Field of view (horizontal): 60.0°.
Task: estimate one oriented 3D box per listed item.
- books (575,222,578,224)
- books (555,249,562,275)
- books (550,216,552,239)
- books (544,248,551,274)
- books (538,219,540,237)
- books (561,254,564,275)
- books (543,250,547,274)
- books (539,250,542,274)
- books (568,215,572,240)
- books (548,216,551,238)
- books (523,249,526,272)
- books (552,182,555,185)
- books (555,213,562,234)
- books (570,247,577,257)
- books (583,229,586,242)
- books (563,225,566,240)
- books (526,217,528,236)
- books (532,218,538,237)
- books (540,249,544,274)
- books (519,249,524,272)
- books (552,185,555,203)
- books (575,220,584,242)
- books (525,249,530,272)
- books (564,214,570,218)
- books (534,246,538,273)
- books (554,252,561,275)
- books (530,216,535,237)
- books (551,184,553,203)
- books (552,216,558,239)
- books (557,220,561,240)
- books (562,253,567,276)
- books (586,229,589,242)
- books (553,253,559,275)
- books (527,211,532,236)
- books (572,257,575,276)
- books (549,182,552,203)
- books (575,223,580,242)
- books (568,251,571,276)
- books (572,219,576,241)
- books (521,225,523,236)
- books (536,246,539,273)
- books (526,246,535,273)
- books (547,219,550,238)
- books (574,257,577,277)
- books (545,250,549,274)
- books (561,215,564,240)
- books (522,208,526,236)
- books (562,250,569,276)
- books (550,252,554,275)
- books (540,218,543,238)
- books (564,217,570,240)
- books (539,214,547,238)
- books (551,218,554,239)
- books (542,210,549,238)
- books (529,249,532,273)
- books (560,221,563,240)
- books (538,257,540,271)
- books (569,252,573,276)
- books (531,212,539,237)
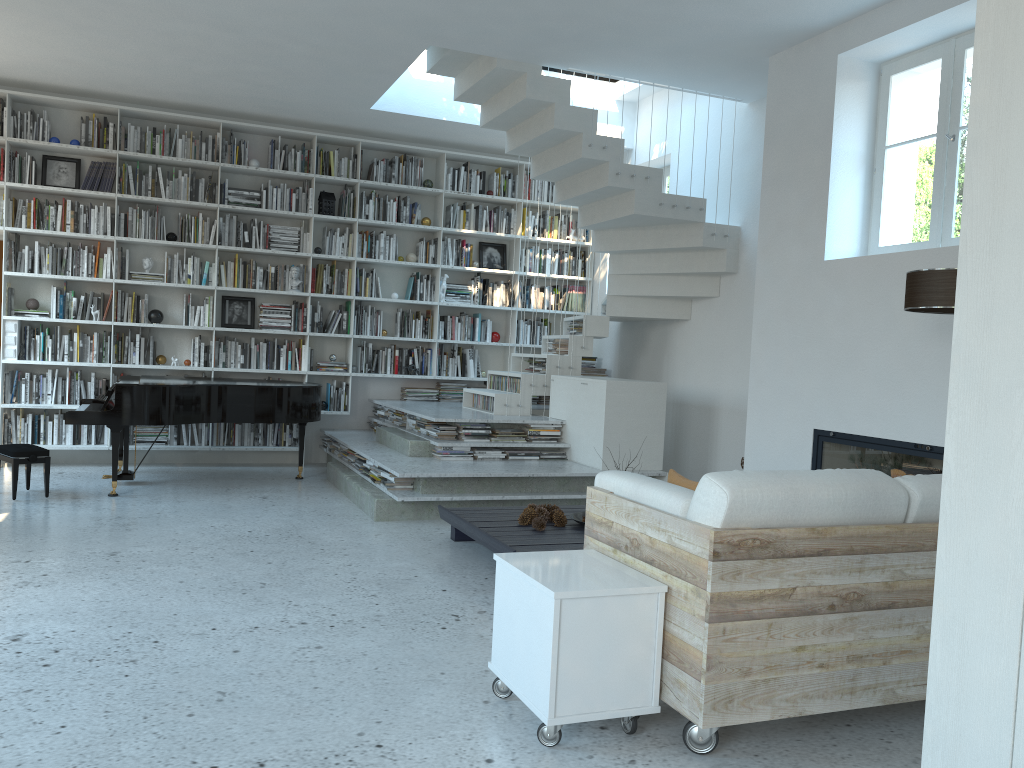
[{"bbox_3d":[0.690,-1.615,9.521,0.023,0.228,0.131,2,3,-22],"label":"books"},{"bbox_3d":[0.489,-1.287,9.457,0.024,0.292,0.132,2,3,-22],"label":"books"},{"bbox_3d":[0.379,-1.627,9.298,0.012,0.238,0.165,2,3,-22],"label":"books"},{"bbox_3d":[0.362,-1.287,9.385,0.030,0.284,0.166,2,3,-22],"label":"books"},{"bbox_3d":[0.243,-1.614,9.286,0.038,0.199,0.170,2,3,-22],"label":"books"},{"bbox_3d":[0.512,-1.259,9.469,0.028,0.237,0.145,2,3,-22],"label":"books"},{"bbox_3d":[0.316,-1.276,9.365,0.024,0.259,0.156,2,3,-22],"label":"books"},{"bbox_3d":[0.276,-1.278,9.349,0.013,0.260,0.158,2,3,-22],"label":"books"},{"bbox_3d":[0.591,-1.647,9.459,0.023,0.287,0.162,2,3,-22],"label":"books"},{"bbox_3d":[0.363,-1.630,9.292,0.022,0.242,0.144,2,3,-22],"label":"books"},{"bbox_3d":[0.100,-1.280,9.296,0.026,0.250,0.160,2,3,-22],"label":"books"},{"bbox_3d":[0.439,-2.019,9.383,0.012,0.285,0.159,2,3,-22],"label":"books"},{"bbox_3d":[0.479,-1.655,9.410,0.010,0.295,0.165,2,3,-22],"label":"books"},{"bbox_3d":[0.653,-1.300,9.520,0.013,0.330,0.140,2,3,-22],"label":"books"},{"bbox_3d":[0.752,-1.621,9.529,0.040,0.247,0.160,2,3,-22],"label":"books"},{"bbox_3d":[0.527,-1.598,9.446,0.034,0.183,0.156,2,3,-22],"label":"books"},{"bbox_3d":[0.121,-1.620,9.180,0.024,0.205,0.165,2,3,-22],"label":"books"},{"bbox_3d":[0.213,-1.611,9.214,0.024,0.193,0.189,2,3,-22],"label":"books"},{"bbox_3d":[0.290,-1.283,9.365,0.025,0.271,0.152,2,3,-22],"label":"books"},{"bbox_3d":[0.087,-1.282,9.277,0.012,0.254,0.160,2,3,-22],"label":"books"},{"bbox_3d":[0.414,-1.981,9.368,0.026,0.208,0.163,2,3,-22],"label":"books"},{"bbox_3d":[0.720,-1.628,9.516,0.029,0.258,0.163,2,3,-22],"label":"books"},{"bbox_3d":[0.133,-1.276,9.280,0.023,0.248,0.182,2,3,-22],"label":"books"},{"bbox_3d":[0.571,-1.652,9.463,0.011,0.294,0.151,2,3,-22],"label":"books"},{"bbox_3d":[0.221,-1.299,9.338,0.022,0.297,0.162,2,3,-22],"label":"books"},{"bbox_3d":[0.465,-1.270,9.428,0.023,0.258,0.184,2,3,-22],"label":"books"},{"bbox_3d":[0.178,-1.627,9.206,0.049,0.224,0.161,2,3,-22],"label":"books"},{"bbox_3d":[0.390,-1.992,9.373,0.014,0.226,0.133,2,3,-22],"label":"books"},{"bbox_3d":[0.411,-1.629,9.325,0.042,0.242,0.247,2,3,-22],"label":"books"},{"bbox_3d":[0.464,-1.618,9.399,0.023,0.220,0.171,2,3,-22],"label":"books"},{"bbox_3d":[0.541,-1.265,9.469,0.025,0.253,0.160,2,3,-22],"label":"books"},{"bbox_3d":[0.781,-1.604,9.522,0.011,0.216,0.170,2,3,-22],"label":"books"},{"bbox_3d":[0.435,-1.265,9.410,0.045,0.245,0.177,2,3,-22],"label":"books"},{"bbox_3d":[0.149,-1.648,9.180,0.026,0.263,0.189,2,3,-22],"label":"books"},{"bbox_3d":[0.619,-1.241,9.484,0.025,0.211,0.188,2,3,-22],"label":"books"},{"bbox_3d":[0.379,-1.997,9.350,0.025,0.237,0.143,2,3,-22],"label":"books"},{"bbox_3d":[0.678,-1.607,9.490,0.023,0.213,0.180,2,3,-22],"label":"books"},{"bbox_3d":[0.575,-1.276,9.468,0.013,0.277,0.188,2,3,-22],"label":"books"},{"bbox_3d":[0.635,-1.629,9.474,0.070,0.254,0.154,2,3,-22],"label":"books"},{"bbox_3d":[0.077,-1.667,9.185,0.036,0.294,0.135,2,3,-22],"label":"books"},{"bbox_3d":[0.241,-1.296,9.334,0.012,0.293,0.165,2,3,-22],"label":"books"},{"bbox_3d":[0.187,-1.293,9.297,0.014,0.286,0.185,2,3,-22],"label":"books"},{"bbox_3d":[0.348,-1.612,9.281,0.014,0.206,0.184,2,3,-22],"label":"books"},{"bbox_3d":[0.639,-1.245,9.501,0.025,0.220,0.177,2,3,-22],"label":"books"},{"bbox_3d":[0.339,-1.277,9.371,0.022,0.263,0.172,2,3,-22],"label":"books"},{"bbox_3d":[0.503,-1.648,9.434,0.024,0.281,0.153,2,3,-22],"label":"books"},{"bbox_3d":[0.108,-1.665,9.171,0.010,0.294,0.183,2,3,-22],"label":"books"},{"bbox_3d":[0.562,-1.279,9.467,0.012,0.283,0.151,2,3,-22],"label":"books"},{"bbox_3d":[0.402,-1.271,9.418,0.012,0.254,0.160,2,3,-22],"label":"books"},{"bbox_3d":[0.285,-1.618,9.266,0.025,0.211,0.134,2,3,-22],"label":"books"},{"bbox_3d":[0.563,-1.635,9.437,0.022,0.261,0.160,2,3,-22],"label":"books"},{"bbox_3d":[0.315,-1.637,9.257,0.023,0.254,0.189,2,3,-22],"label":"books"},{"bbox_3d":[0.394,-1.619,9.295,0.013,0.222,0.174,2,3,-22],"label":"books"},{"bbox_3d":[0.335,-1.658,9.268,0.022,0.297,0.152,2,3,-22],"label":"books"},{"bbox_3d":[0.163,-1.280,9.303,0.026,0.256,0.173,2,3,-22],"label":"books"},{"bbox_3d":[0.493,-1.613,9.405,0.013,0.213,0.186,2,3,-22],"label":"books"},{"bbox_3d":[0.250,-1.239,9.357,0.027,0.179,0.156,2,3,-22],"label":"books"},{"bbox_3d":[0.595,-1.270,9.474,0.028,0.268,0.173,2,3,-22],"label":"books"},{"bbox_3d":[0.231,-1.646,9.235,0.023,0.264,0.158,2,3,-22],"label":"books"}]
